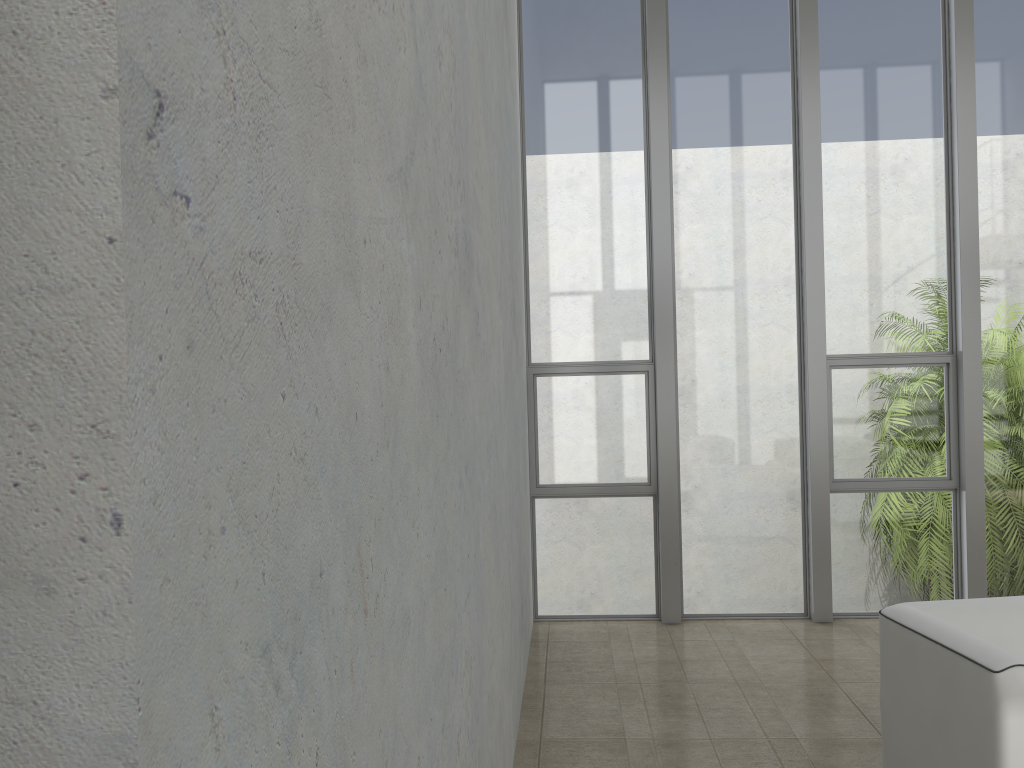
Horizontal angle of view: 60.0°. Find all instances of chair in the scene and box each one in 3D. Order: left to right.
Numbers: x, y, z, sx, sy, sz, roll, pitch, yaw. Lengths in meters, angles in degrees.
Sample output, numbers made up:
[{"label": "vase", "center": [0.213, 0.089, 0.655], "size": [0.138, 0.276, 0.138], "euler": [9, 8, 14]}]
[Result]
[{"label": "chair", "center": [1.735, 1.078, 2.864], "size": [0.829, 0.635, 0.720], "euler": [-2, 0, -6]}]

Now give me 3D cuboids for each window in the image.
[{"label": "window", "center": [0.459, -1.362, 5.568], "size": [0.800, 5.700, 0.050], "euler": [-2, 0, 4]}, {"label": "window", "center": [1.371, -1.386, 5.525], "size": [0.741, 5.650, 0.010], "euler": [-2, 0, 4]}, {"label": "window", "center": [2.282, -1.410, 5.451], "size": [0.800, 5.700, 0.050], "euler": [-2, 0, 4]}, {"label": "window", "center": [3.194, -1.434, 5.408], "size": [0.741, 5.650, 0.010], "euler": [-2, 0, 4]}]
